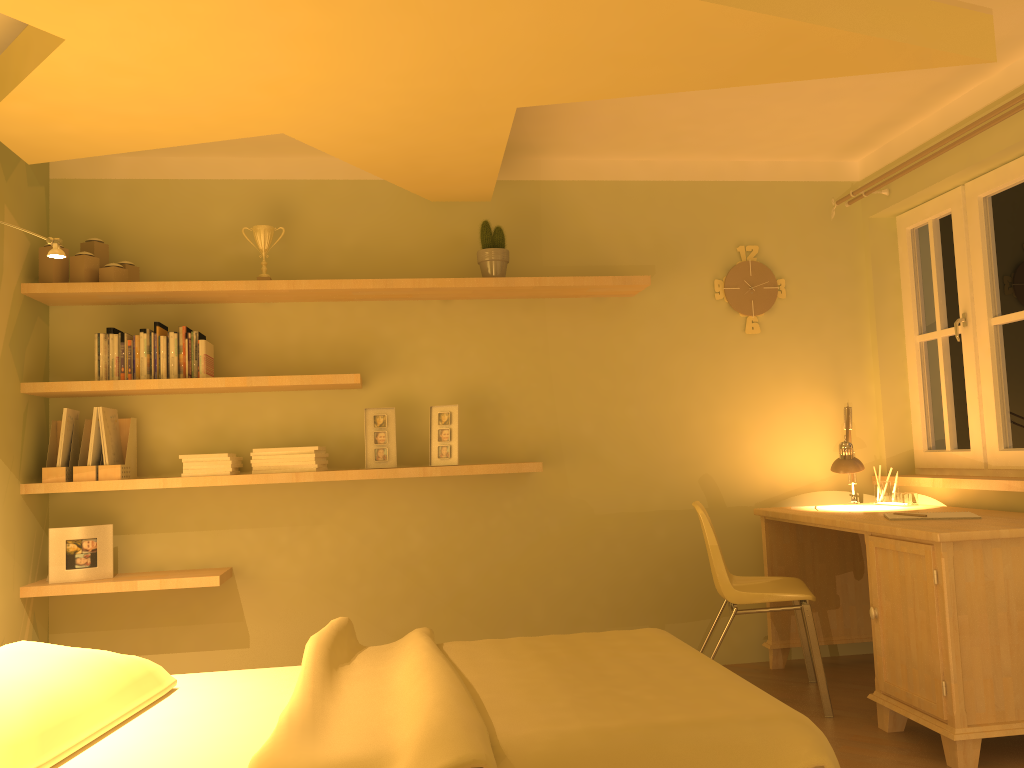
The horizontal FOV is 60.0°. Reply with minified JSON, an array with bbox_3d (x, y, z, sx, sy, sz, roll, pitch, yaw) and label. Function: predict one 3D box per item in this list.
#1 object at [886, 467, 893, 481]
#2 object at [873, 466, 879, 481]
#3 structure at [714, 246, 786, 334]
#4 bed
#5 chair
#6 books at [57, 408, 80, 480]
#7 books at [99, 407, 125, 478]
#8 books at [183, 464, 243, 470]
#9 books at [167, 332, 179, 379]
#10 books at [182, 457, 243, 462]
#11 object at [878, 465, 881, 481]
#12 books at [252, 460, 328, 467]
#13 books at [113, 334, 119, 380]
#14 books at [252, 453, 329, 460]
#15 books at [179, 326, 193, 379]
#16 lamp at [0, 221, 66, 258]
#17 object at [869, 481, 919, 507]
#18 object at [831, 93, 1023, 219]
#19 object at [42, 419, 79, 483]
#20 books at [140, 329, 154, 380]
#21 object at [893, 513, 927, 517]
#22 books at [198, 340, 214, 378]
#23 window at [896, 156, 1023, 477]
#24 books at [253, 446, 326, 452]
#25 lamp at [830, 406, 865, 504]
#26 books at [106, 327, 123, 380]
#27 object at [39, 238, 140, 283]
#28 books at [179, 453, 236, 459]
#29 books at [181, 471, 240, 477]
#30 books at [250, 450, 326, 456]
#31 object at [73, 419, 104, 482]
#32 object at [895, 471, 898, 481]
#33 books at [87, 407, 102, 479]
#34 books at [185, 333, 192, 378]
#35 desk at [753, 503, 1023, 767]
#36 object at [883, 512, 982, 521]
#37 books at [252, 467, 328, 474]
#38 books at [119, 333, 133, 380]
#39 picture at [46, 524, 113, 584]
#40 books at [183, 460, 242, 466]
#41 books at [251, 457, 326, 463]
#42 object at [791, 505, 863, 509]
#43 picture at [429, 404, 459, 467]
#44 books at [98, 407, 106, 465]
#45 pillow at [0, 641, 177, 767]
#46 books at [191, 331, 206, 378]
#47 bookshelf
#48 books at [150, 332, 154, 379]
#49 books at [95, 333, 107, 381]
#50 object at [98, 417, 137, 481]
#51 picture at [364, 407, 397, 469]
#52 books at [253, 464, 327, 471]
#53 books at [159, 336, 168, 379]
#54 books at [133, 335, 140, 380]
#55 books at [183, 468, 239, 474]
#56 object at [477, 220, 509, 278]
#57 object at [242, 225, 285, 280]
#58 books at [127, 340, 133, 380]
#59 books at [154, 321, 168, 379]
[{"bbox_3d":[1.699,0.457,4.028,0.008,0.155,0.073,2,-6,-43],"label":"object"},{"bbox_3d":[1.671,0.454,4.046,0.053,0.162,0.009,1,-5,-32],"label":"object"},{"bbox_3d":[1.154,-0.458,4.279,0.360,0.432,0.027,-2,-5,-8],"label":"structure"},{"bbox_3d":[-0.514,0.767,2.248,2.378,0.894,1.286,-2,-5,-8],"label":"bed"},{"bbox_3d":[0.956,0.869,3.597,0.546,0.785,0.531,-3,-5,12],"label":"chair"},{"bbox_3d":[-1.834,0.253,3.658,0.048,0.297,0.214,-1,-5,-14],"label":"books"},{"bbox_3d":[-1.657,0.248,3.684,0.043,0.296,0.210,-2,-5,-8],"label":"books"},{"bbox_3d":[-1.257,0.349,3.742,0.190,0.015,0.270,-2,-5,-7],"label":"books"},{"bbox_3d":[-1.418,-0.109,3.749,0.040,0.203,0.157,-2,-5,-8],"label":"books"},{"bbox_3d":[-1.260,0.319,3.746,0.190,0.015,0.270,-2,-5,-6],"label":"books"},{"bbox_3d":[1.681,0.455,4.060,0.034,0.165,0.009,-1,-5,-16],"label":"object"},{"bbox_3d":[-0.941,0.339,3.771,0.270,0.015,0.190,-3,-5,4],"label":"books"},{"bbox_3d":[-1.640,-0.100,3.718,0.022,0.198,0.157,-2,-5,-8],"label":"books"},{"bbox_3d":[-0.940,0.309,3.775,0.270,0.015,0.190,-3,-5,5],"label":"books"},{"bbox_3d":[-1.384,-0.122,3.765,0.032,0.229,0.138,-2,-5,-8],"label":"books"},{"bbox_3d":[-1.552,-0.448,2.523,0.533,0.178,0.050,-2,-5,-8],"label":"lamp"},{"bbox_3d":[1.695,0.486,3.949,0.070,0.105,0.240,-1,-5,-16],"label":"object"},{"bbox_3d":[1.765,-0.928,3.532,0.190,0.113,1.708,-2,-5,-8],"label":"object"},{"bbox_3d":[-1.856,0.274,3.653,0.087,0.259,0.236,-1,-5,-14],"label":"object"},{"bbox_3d":[-1.526,-0.113,3.730,0.038,0.217,0.166,-2,-5,-8],"label":"books"},{"bbox_3d":[1.466,0.482,3.268,0.008,0.009,0.166,-1,-5,-17],"label":"object"},{"bbox_3d":[-1.296,-0.094,3.754,0.032,0.163,0.178,-2,-5,-8],"label":"books"},{"bbox_3d":[2.020,-0.254,3.590,0.142,1.263,1.486,-2,-5,-8],"label":"window"},{"bbox_3d":[-0.946,0.280,3.784,0.270,0.015,0.190,-2,-5,-2],"label":"books"},{"bbox_3d":[1.497,0.322,3.998,0.140,0.455,0.484,-4,-5,17],"label":"lamp"},{"bbox_3d":[-1.668,-0.114,3.724,0.032,0.229,0.138,-2,-5,-8],"label":"books"},{"bbox_3d":[-1.772,-0.512,3.728,0.349,0.229,0.234,-2,-5,-7],"label":"object"},{"bbox_3d":[-1.276,0.304,3.730,0.190,0.015,0.270,-1,-5,-11],"label":"books"},{"bbox_3d":[-1.264,0.379,3.735,0.190,0.015,0.270,-2,-5,-9],"label":"books"},{"bbox_3d":[-0.954,0.296,3.794,0.270,0.015,0.190,-3,-5,3],"label":"books"},{"bbox_3d":[-1.732,0.271,3.672,0.087,0.259,0.236,-2,-5,-8],"label":"object"},{"bbox_3d":[1.715,0.460,3.972,0.010,0.138,0.043,1,-6,-34],"label":"object"},{"bbox_3d":[-1.709,0.250,3.674,0.048,0.297,0.214,-2,-5,-8],"label":"books"},{"bbox_3d":[-1.356,-0.109,3.758,0.022,0.198,0.157,-2,-5,-8],"label":"books"},{"bbox_3d":[1.554,0.864,3.423,0.684,0.720,1.396,-2,-5,-8],"label":"desk"},{"bbox_3d":[1.537,0.485,3.257,0.300,0.010,0.210,-4,-5,17],"label":"object"},{"bbox_3d":[-0.943,0.369,3.777,0.270,0.015,0.190,-3,-5,3],"label":"books"},{"bbox_3d":[-1.613,-0.104,3.722,0.032,0.203,0.157,-2,-5,-8],"label":"books"},{"bbox_3d":[-1.760,0.689,3.622,0.247,0.219,0.131,0,-5,-31],"label":"picture"},{"bbox_3d":[-1.258,0.334,3.737,0.190,0.015,0.270,-2,-5,-9],"label":"books"},{"bbox_3d":[-0.947,0.324,3.774,0.270,0.015,0.190,-3,-5,3],"label":"books"},{"bbox_3d":[1.400,0.547,3.946,0.300,0.009,0.040,-4,-5,22],"label":"object"},{"bbox_3d":[-0.273,0.227,3.894,0.134,0.264,0.171,-4,-5,18],"label":"picture"},{"bbox_3d":[-1.665,0.249,3.679,0.036,0.296,0.210,-2,-5,-8],"label":"books"},{"bbox_3d":[-1.205,0.773,2.161,0.482,0.213,0.801,-2,-5,2],"label":"pillow"},{"bbox_3d":[-1.329,-0.112,3.762,0.032,0.203,0.157,-2,-5,-8],"label":"books"},{"bbox_3d":[-0.672,0.189,3.831,2.605,1.240,0.300,-2,-5,-8],"label":"bookshelf"},{"bbox_3d":[-1.499,-0.107,3.739,0.017,0.203,0.155,-2,-5,-8],"label":"books"},{"bbox_3d":[-1.702,-0.101,3.709,0.040,0.203,0.157,-2,-5,-8],"label":"books"},{"bbox_3d":[-1.636,0.268,3.685,0.087,0.259,0.236,-2,-5,-8],"label":"object"},{"bbox_3d":[-0.578,0.239,3.893,0.134,0.264,0.171,-2,-5,-9],"label":"picture"},{"bbox_3d":[-0.943,0.354,3.778,0.270,0.015,0.190,-2,-5,0],"label":"books"},{"bbox_3d":[-1.452,-0.100,3.736,0.032,0.184,0.173,-2,-5,-8],"label":"books"},{"bbox_3d":[-1.561,-0.100,3.734,0.032,0.193,0.146,-2,-5,-8],"label":"books"},{"bbox_3d":[-1.264,0.364,3.736,0.190,0.015,0.270,-1,-5,-12],"label":"books"},{"bbox_3d":[-0.085,-0.597,3.951,0.145,0.294,0.145,0,-5,-27],"label":"object"},{"bbox_3d":[-1.077,-0.550,3.851,0.160,0.268,0.095,1,-6,-38],"label":"object"},{"bbox_3d":[-1.586,-0.089,3.724,0.021,0.172,0.157,-2,-5,-8],"label":"books"},{"bbox_3d":[-1.481,-0.130,3.742,0.021,0.247,0.157,-2,-5,-8],"label":"books"}]
